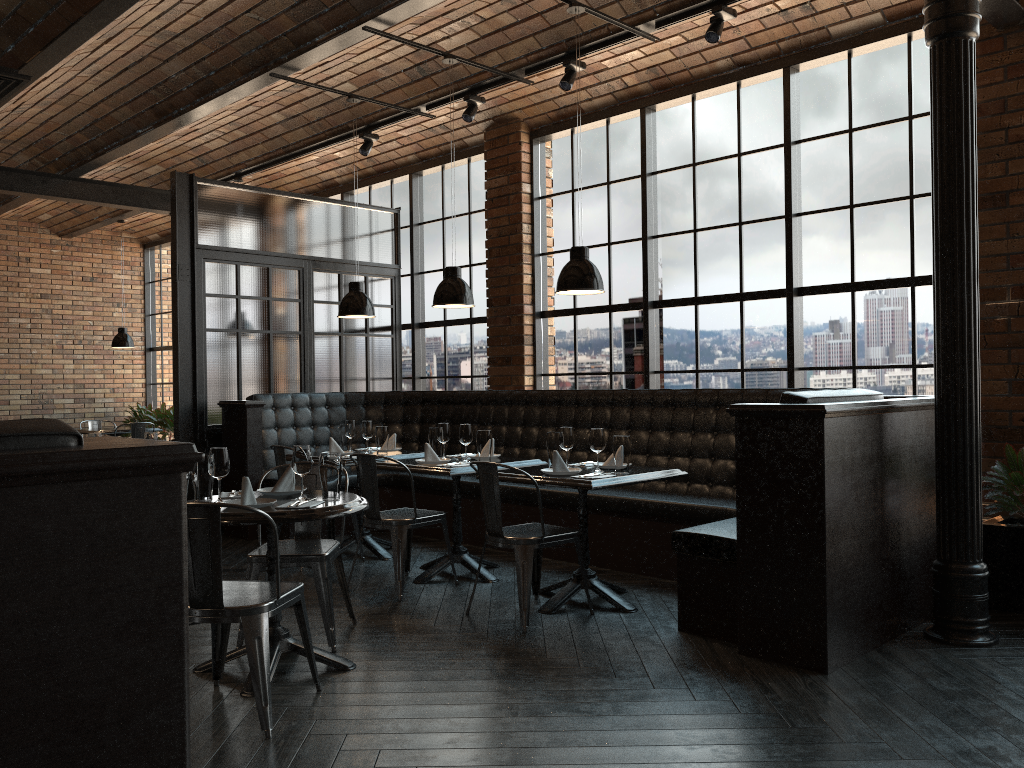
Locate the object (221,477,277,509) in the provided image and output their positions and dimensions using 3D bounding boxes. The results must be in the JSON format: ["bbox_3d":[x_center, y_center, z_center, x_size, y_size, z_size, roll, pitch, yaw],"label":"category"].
[{"bbox_3d":[-1.123,0.458,3.782,0.232,0.139,0.232,-1,0,15],"label":"object"}]

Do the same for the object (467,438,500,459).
[{"bbox_3d":[-0.193,0.442,6.053,0.232,0.139,0.232,-1,0,39],"label":"object"}]

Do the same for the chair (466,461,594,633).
[{"bbox_3d":[0.077,0.832,4.829,0.558,0.857,0.504,-1,0,-40],"label":"chair"}]

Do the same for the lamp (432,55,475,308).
[{"bbox_3d":[-0.400,-1.339,5.883,0.291,1.653,0.291,-1,0,-20],"label":"lamp"}]

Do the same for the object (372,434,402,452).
[{"bbox_3d":[-0.964,0.453,6.825,0.232,0.139,0.232,-1,0,39],"label":"object"}]

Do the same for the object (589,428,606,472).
[{"bbox_3d":[0.485,0.374,5.023,0.092,0.244,0.092,-1,0,6],"label":"object"}]

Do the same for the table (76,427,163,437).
[{"bbox_3d":[-5.100,0.953,11.409,0.872,0.758,0.872,-1,0,45],"label":"table"}]

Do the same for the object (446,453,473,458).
[{"bbox_3d":[-0.350,0.499,6.210,0.255,0.019,0.157,-1,0,-45],"label":"object"}]

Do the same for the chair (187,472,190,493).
[{"bbox_3d":[-2.369,0.867,5.788,0.504,0.857,0.558,-1,0,-5],"label":"chair"}]

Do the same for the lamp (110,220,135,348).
[{"bbox_3d":[-5.051,-1.294,11.481,0.291,1.653,0.291,-1,0,-20],"label":"lamp"}]

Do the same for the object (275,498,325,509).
[{"bbox_3d":[-0.904,0.510,3.816,0.157,0.019,0.255,-1,0,5],"label":"object"}]

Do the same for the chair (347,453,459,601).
[{"bbox_3d":[-0.701,0.843,5.526,0.504,0.857,0.558,-1,0,40],"label":"chair"}]

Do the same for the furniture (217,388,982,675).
[{"bbox_3d":[0.107,0.653,6.374,5.451,1.212,1.979,-1,0,45],"label":"furniture"}]

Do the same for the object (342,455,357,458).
[{"bbox_3d":[-1.108,0.510,6.325,0.255,0.019,0.157,-1,0,-45],"label":"object"}]

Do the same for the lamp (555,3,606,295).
[{"bbox_3d":[0.379,-1.351,5.103,0.291,1.653,0.291,-1,0,0],"label":"lamp"}]

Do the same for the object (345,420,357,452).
[{"bbox_3d":[-1.235,0.398,6.789,0.092,0.244,0.092,-1,0,-6],"label":"object"}]

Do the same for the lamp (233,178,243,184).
[{"bbox_3d":[-2.854,-1.325,9.284,0.291,1.653,0.291,-1,0,20],"label":"lamp"}]

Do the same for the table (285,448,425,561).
[{"bbox_3d":[-1.137,0.898,6.671,0.872,0.758,0.872,-1,0,45],"label":"table"}]

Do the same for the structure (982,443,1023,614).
[{"bbox_3d":[4.103,0.666,3.552,4.107,1.072,0.757,-1,0,44],"label":"structure"}]

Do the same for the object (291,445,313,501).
[{"bbox_3d":[-0.940,0.397,3.974,0.092,0.244,0.092,-1,0,44],"label":"object"}]

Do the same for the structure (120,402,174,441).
[{"bbox_3d":[-3.659,0.775,11.314,6.265,1.072,0.783,-1,0,45],"label":"structure"}]

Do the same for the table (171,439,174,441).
[{"bbox_3d":[-2.919,0.923,9.199,0.872,0.758,0.872,-1,0,45],"label":"table"}]

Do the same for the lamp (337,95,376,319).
[{"bbox_3d":[-1.180,-1.328,6.662,0.291,1.653,0.291,-1,0,20],"label":"lamp"}]

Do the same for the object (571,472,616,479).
[{"bbox_3d":[0.450,0.489,4.766,0.255,0.019,0.157,-1,0,-45],"label":"object"}]

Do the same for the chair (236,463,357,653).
[{"bbox_3d":[-1.081,0.849,4.480,0.504,0.857,0.558,-1,0,0],"label":"chair"}]

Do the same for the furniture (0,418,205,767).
[{"bbox_3d":[-3.242,0.707,3.030,5.451,1.212,1.979,-1,0,45],"label":"furniture"}]

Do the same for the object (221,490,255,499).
[{"bbox_3d":[-1.288,0.515,4.146,0.157,0.019,0.255,-1,0,-15],"label":"object"}]

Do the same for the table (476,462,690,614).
[{"bbox_3d":[0.414,0.876,5.120,0.872,0.758,0.872,-1,0,45],"label":"table"}]

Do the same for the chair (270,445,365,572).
[{"bbox_3d":[-1.426,0.853,6.383,0.558,0.857,0.504,-1,0,-40],"label":"chair"}]

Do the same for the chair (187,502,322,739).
[{"bbox_3d":[-1.080,0.850,3.457,0.504,0.857,0.558,-1,0,10],"label":"chair"}]

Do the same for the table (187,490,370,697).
[{"bbox_3d":[-1.071,0.900,3.982,0.866,0.758,0.866,-1,0,9],"label":"table"}]

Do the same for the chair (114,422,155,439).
[{"bbox_3d":[-4.732,0.898,11.044,0.504,0.857,0.558,-1,0,-40],"label":"chair"}]

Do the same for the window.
[{"bbox_3d":[0.079,-0.618,8.110,16.179,3.253,0.168,-1,0,45],"label":"window"}]

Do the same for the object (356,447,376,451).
[{"bbox_3d":[-1.122,0.510,6.982,0.255,0.019,0.157,-1,0,-45],"label":"object"}]

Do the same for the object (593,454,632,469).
[{"bbox_3d":[0.594,0.431,5.266,0.232,0.139,0.232,-1,0,39],"label":"object"}]

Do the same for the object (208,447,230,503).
[{"bbox_3d":[-1.285,0.402,3.891,0.092,0.244,0.092,-1,0,44],"label":"object"}]

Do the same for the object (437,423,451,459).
[{"bbox_3d":[-0.463,0.388,6.018,0.092,0.244,0.092,-1,0,-6],"label":"object"}]

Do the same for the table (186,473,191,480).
[{"bbox_3d":[-2.368,0.918,5.280,0.866,0.758,0.866,-1,0,9],"label":"table"}]

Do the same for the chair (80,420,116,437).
[{"bbox_3d":[-5.438,0.908,11.780,0.558,0.857,0.504,-1,0,45],"label":"chair"}]

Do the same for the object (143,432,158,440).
[{"bbox_3d":[-2.165,0.414,5.320,0.092,0.244,0.092,-1,0,8],"label":"object"}]

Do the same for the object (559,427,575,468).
[{"bbox_3d":[0.324,0.377,5.231,0.092,0.244,0.092,-1,0,6],"label":"object"}]

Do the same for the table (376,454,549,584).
[{"bbox_3d":[-0.367,0.887,5.900,0.872,0.758,0.872,-1,0,45],"label":"table"}]

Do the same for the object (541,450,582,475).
[{"bbox_3d":[0.276,0.436,4.956,0.232,0.139,0.232,-1,0,42],"label":"object"}]

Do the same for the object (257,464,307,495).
[{"bbox_3d":[-1.097,0.458,4.228,0.232,0.139,0.232,-1,0,-1],"label":"object"}]

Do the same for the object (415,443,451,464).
[{"bbox_3d":[-0.511,0.447,5.743,0.232,0.139,0.232,-1,0,42],"label":"object"}]

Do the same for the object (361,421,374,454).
[{"bbox_3d":[-1.073,0.396,6.581,0.092,0.244,0.092,-1,0,-6],"label":"object"}]

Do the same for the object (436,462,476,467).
[{"bbox_3d":[-0.336,0.500,5.553,0.255,0.019,0.157,-1,0,-45],"label":"object"}]

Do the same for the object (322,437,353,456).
[{"bbox_3d":[-1.283,0.458,6.514,0.232,0.139,0.232,-1,0,42],"label":"object"}]

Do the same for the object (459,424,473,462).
[{"bbox_3d":[-0.302,0.385,5.810,0.092,0.244,0.092,-1,0,6],"label":"object"}]

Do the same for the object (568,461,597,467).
[{"bbox_3d":[0.436,0.488,5.424,0.255,0.019,0.157,-1,0,-45],"label":"object"}]

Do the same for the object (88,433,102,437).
[{"bbox_3d":[-2.518,0.419,5.359,0.092,0.244,0.092,-1,0,42],"label":"object"}]
